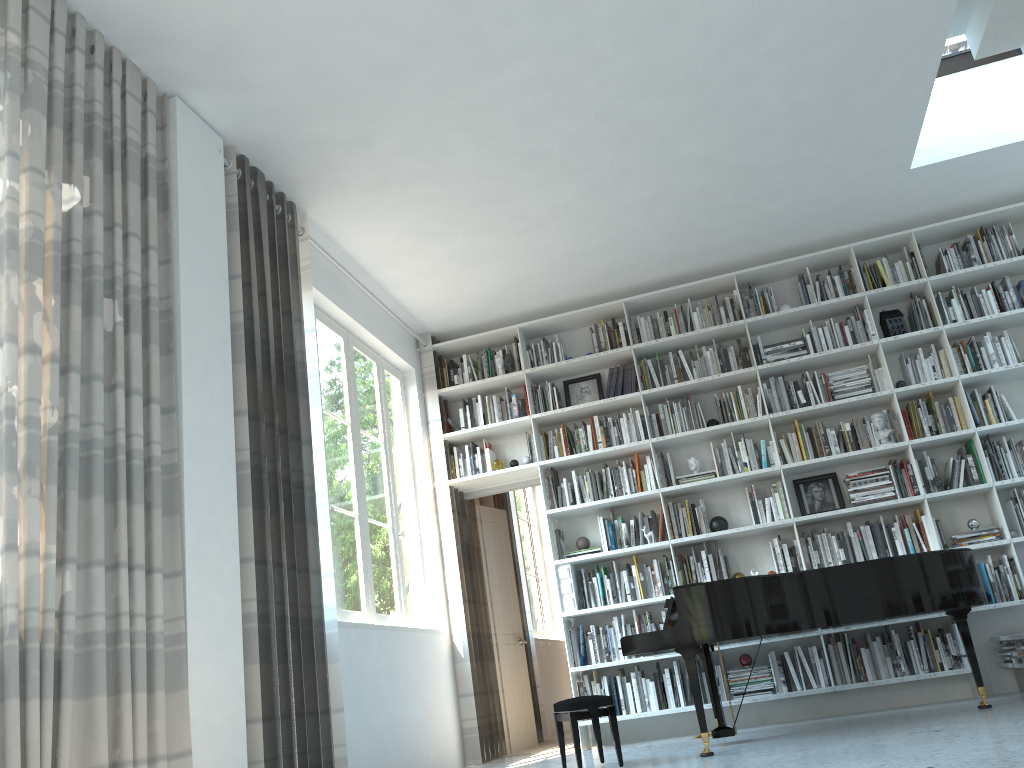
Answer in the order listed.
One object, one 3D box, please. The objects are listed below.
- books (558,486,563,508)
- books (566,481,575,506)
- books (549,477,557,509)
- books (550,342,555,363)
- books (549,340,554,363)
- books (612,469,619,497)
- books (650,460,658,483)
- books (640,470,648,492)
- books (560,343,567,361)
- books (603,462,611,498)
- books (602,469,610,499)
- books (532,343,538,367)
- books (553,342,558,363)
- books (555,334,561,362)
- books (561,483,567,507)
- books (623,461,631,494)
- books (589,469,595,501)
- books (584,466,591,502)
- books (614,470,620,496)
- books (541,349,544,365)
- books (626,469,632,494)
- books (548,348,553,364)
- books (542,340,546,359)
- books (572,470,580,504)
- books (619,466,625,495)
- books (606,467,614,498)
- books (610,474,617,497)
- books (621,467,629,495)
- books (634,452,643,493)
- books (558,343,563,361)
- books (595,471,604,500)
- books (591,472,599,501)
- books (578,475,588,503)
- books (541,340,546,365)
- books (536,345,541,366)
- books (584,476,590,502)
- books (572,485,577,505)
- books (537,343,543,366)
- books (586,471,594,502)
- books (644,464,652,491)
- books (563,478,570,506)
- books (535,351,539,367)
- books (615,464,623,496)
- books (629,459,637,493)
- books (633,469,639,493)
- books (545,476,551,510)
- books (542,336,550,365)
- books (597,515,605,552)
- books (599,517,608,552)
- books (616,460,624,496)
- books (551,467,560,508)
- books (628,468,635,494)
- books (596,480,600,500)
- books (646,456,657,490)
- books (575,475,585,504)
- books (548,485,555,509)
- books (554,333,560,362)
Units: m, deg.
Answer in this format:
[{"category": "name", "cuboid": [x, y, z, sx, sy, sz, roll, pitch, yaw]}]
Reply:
[{"category": "books", "cuboid": [0.378, 0.872, 6.639, 0.037, 0.181, 0.189, -13, -19, 12]}, {"category": "books", "cuboid": [0.452, 0.842, 6.618, 0.028, 0.203, 0.188, -13, -19, 12]}, {"category": "books", "cuboid": [0.330, 0.841, 6.659, 0.027, 0.265, 0.176, -13, -19, 12]}, {"category": "books", "cuboid": [0.344, -0.199, 6.978, 0.013, 0.219, 0.181, -13, -19, 12]}, {"category": "books", "cuboid": [0.332, -0.209, 6.994, 0.013, 0.252, 0.129, -13, -19, 12]}, {"category": "books", "cuboid": [0.779, 0.760, 6.560, 0.013, 0.228, 0.177, -13, -19, 12]}, {"category": "books", "cuboid": [1.065, 0.687, 6.515, 0.036, 0.256, 0.123, -13, -19, 12]}, {"category": "books", "cuboid": [0.982, 0.740, 6.518, 0.030, 0.182, 0.152, -13, -19, 12]}, {"category": "books", "cuboid": [0.415, -0.205, 6.977, 0.013, 0.209, 0.137, -13, -19, 12]}, {"category": "books", "cuboid": [0.723, 0.740, 6.587, 0.013, 0.298, 0.152, -13, -19, 12]}, {"category": "books", "cuboid": [0.702, 0.772, 6.603, 0.048, 0.255, 0.142, -13, -19, 12]}, {"category": "books", "cuboid": [0.201, -0.180, 7.018, 0.012, 0.248, 0.180, -13, -19, 12]}, {"category": "books", "cuboid": [0.359, -0.202, 6.967, 0.021, 0.213, 0.174, -13, -19, 12]}, {"category": "books", "cuboid": [0.386, -0.235, 7.004, 0.015, 0.292, 0.131, -13, -19, 12]}, {"category": "books", "cuboid": [0.404, 0.859, 6.655, 0.042, 0.208, 0.144, -13, -19, 12]}, {"category": "books", "cuboid": [0.860, 0.719, 6.547, 0.015, 0.274, 0.157, -13, -19, 12]}, {"category": "books", "cuboid": [0.617, 0.781, 6.615, 0.011, 0.270, 0.158, -13, -19, 12]}, {"category": "books", "cuboid": [0.582, 0.775, 6.617, 0.011, 0.292, 0.184, -13, -19, 12]}, {"category": "books", "cuboid": [0.795, 0.761, 6.568, 0.013, 0.227, 0.152, -13, -19, 12]}, {"category": "books", "cuboid": [0.265, -0.163, 7.006, 0.014, 0.191, 0.147, -13, -19, 12]}, {"category": "books", "cuboid": [0.880, 0.747, 6.548, 0.012, 0.216, 0.160, -13, -19, 12]}, {"category": "books", "cuboid": [0.317, -0.174, 6.982, 0.026, 0.182, 0.162, -13, -19, 12]}, {"category": "books", "cuboid": [0.280, -0.210, 7.000, 0.007, 0.271, 0.155, -13, -19, 12]}, {"category": "books", "cuboid": [0.497, 0.802, 6.640, 0.023, 0.280, 0.174, -13, -19, 12]}, {"category": "books", "cuboid": [0.828, 0.745, 6.570, 0.011, 0.251, 0.139, -13, -19, 12]}, {"category": "books", "cuboid": [0.745, 0.760, 6.586, 0.021, 0.255, 0.156, -13, -19, 12]}, {"category": "books", "cuboid": [0.768, 0.779, 6.573, 0.021, 0.204, 0.130, -13, -19, 12]}, {"category": "books", "cuboid": [0.849, 0.747, 6.573, 0.028, 0.241, 0.132, -13, -19, 12]}, {"category": "books", "cuboid": [0.940, 0.680, 6.545, 0.035, 0.324, 0.170, -13, -19, 12]}, {"category": "books", "cuboid": [0.401, -0.201, 6.970, 0.014, 0.201, 0.171, -13, -19, 12]}, {"category": "books", "cuboid": [0.665, 0.781, 6.592, 0.023, 0.241, 0.185, -13, -19, 12]}, {"category": "books", "cuboid": [0.631, 0.788, 6.591, 0.024, 0.236, 0.167, -13, -19, 12]}, {"category": "books", "cuboid": [0.549, 0.814, 6.638, 0.049, 0.242, 0.139, -13, -19, 12]}, {"category": "books", "cuboid": [0.270, -0.202, 7.002, 0.016, 0.260, 0.154, -13, -19, 12]}, {"category": "books", "cuboid": [0.231, -0.176, 7.005, 0.013, 0.224, 0.177, -13, -19, 12]}, {"category": "books", "cuboid": [0.575, 0.808, 6.611, 0.014, 0.229, 0.148, -13, -19, 12]}, {"category": "books", "cuboid": [0.488, 0.857, 6.650, 0.021, 0.187, 0.129, -13, -19, 12]}, {"category": "books", "cuboid": [0.245, -0.186, 7.009, 0.016, 0.242, 0.156, -13, -19, 12]}, {"category": "books", "cuboid": [0.598, 0.790, 6.598, 0.021, 0.246, 0.189, -13, -19, 12]}, {"category": "books", "cuboid": [1.008, 0.715, 6.518, 0.031, 0.222, 0.145, -13, -19, 12]}, {"category": "books", "cuboid": [0.429, 0.835, 6.637, 0.022, 0.235, 0.177, -13, -19, 12]}, {"category": "books", "cuboid": [0.223, -0.153, 7.019, 0.017, 0.193, 0.129, -13, -19, 12]}, {"category": "books", "cuboid": [0.802, 0.737, 6.568, 0.012, 0.271, 0.146, -13, -19, 12]}, {"category": "books", "cuboid": [0.910, 0.707, 6.561, 0.015, 0.291, 0.144, -13, -19, 12]}, {"category": "books", "cuboid": [0.925, 0.742, 6.530, 0.013, 0.202, 0.162, -13, -19, 12]}, {"category": "books", "cuboid": [0.295, 0.849, 6.695, 0.012, 0.284, 0.160, -13, -19, 12]}, {"category": "books", "cuboid": [0.286, -0.220, 6.985, 0.015, 0.278, 0.191, -13, -19, 12]}, {"category": "books", "cuboid": [0.667, 1.115, 6.493, 0.012, 0.284, 0.160, -13, -19, 12]}, {"category": "books", "cuboid": [0.684, 1.117, 6.486, 0.024, 0.272, 0.151, -13, -19, 12]}, {"category": "books", "cuboid": [0.815, 0.724, 6.585, 0.011, 0.303, 0.130, -13, -19, 12]}, {"category": "books", "cuboid": [0.343, 0.804, 6.663, 0.012, 0.332, 0.185, -13, -19, 12]}, {"category": "books", "cuboid": [0.897, 0.743, 6.549, 0.021, 0.220, 0.149, -13, -19, 12]}, {"category": "books", "cuboid": [0.657, 0.808, 6.606, 0.010, 0.203, 0.139, -13, -19, 12]}, {"category": "books", "cuboid": [1.032, 0.681, 6.526, 0.027, 0.285, 0.148, -13, -19, 12]}, {"category": "books", "cuboid": [0.513, 0.812, 6.623, 0.011, 0.245, 0.177, -13, -19, 12]}, {"category": "books", "cuboid": [0.316, 0.877, 6.670, 0.026, 0.208, 0.155, -13, -19, 12]}, {"category": "books", "cuboid": [0.372, -0.240, 6.996, 0.007, 0.300, 0.146, -13, -19, 12]}]
